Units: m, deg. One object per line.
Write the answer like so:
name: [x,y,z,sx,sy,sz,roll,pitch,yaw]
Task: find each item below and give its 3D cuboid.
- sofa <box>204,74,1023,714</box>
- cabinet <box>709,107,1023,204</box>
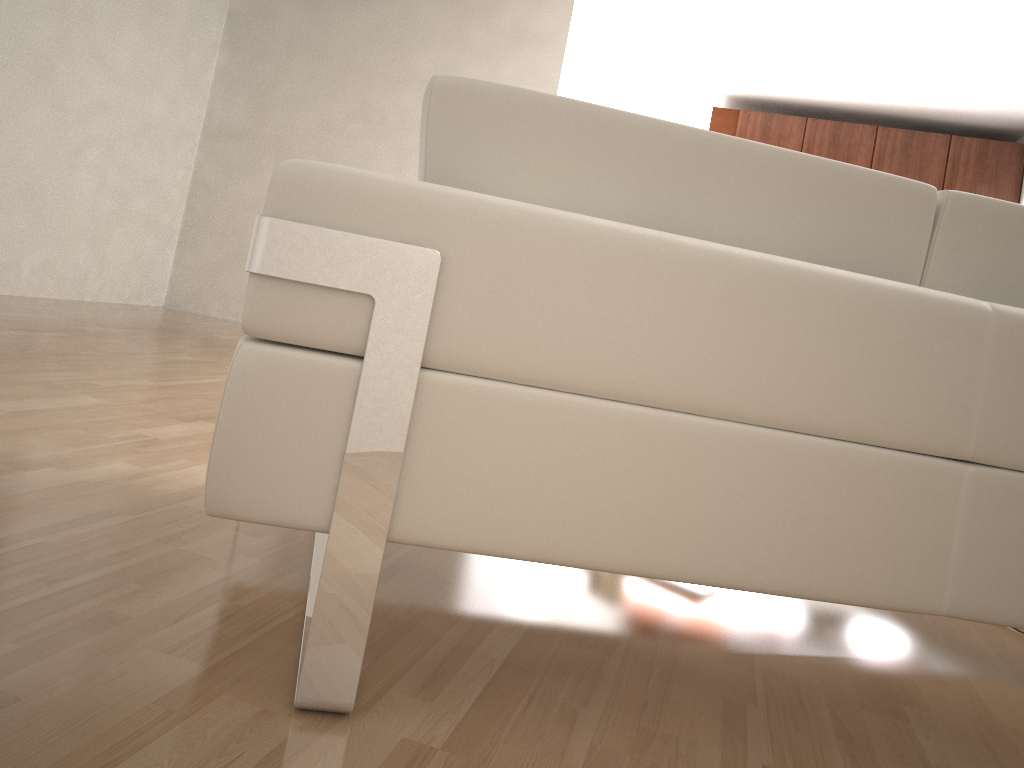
sofa: [0.481,0.048,1.509,1.772,0.745,0.910,10,2,-10]
cabinet: [3.220,-2.059,8.255,2.737,0.641,0.644,12,1,15]
